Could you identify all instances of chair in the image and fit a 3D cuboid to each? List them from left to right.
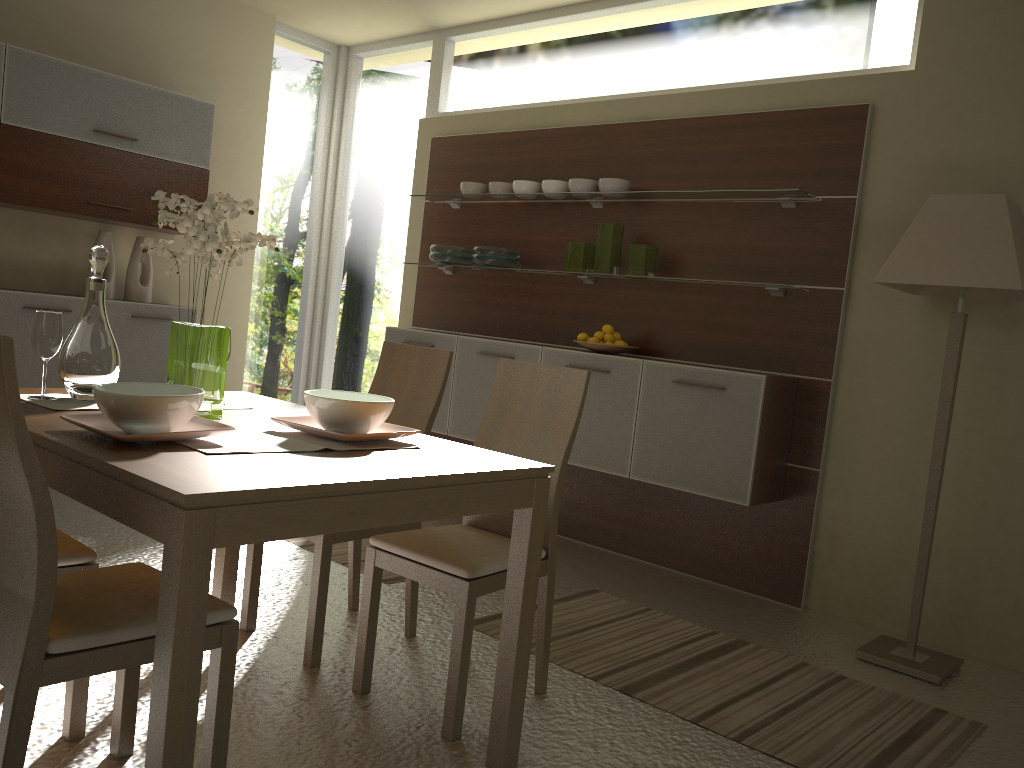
[{"bbox_3d":[-1.317,0.339,2.104,0.404,1.017,0.507,10,5,41],"label":"chair"},{"bbox_3d":[-0.884,0.407,1.809,0.404,1.017,0.507,9,5,37],"label":"chair"},{"bbox_3d":[-0.557,0.361,3.048,0.404,1.017,0.507,10,5,41],"label":"chair"},{"bbox_3d":[-0.106,0.437,2.673,0.404,1.017,0.507,9,5,38],"label":"chair"}]

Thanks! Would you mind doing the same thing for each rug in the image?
[{"bbox_3d":[-0.835,0.739,4.541,1.613,0.007,0.842,10,5,41],"label":"rug"},{"bbox_3d":[0.682,1.006,3.112,1.613,0.010,0.843,10,5,41],"label":"rug"}]

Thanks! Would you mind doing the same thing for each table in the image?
[{"bbox_3d":[-0.790,0.497,2.341,1.411,0.790,1.000,10,5,41],"label":"table"}]

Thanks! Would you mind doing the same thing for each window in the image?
[{"bbox_3d":[-1.677,-0.750,2.888,4.466,3.000,6.429,9,5,38],"label":"window"}]

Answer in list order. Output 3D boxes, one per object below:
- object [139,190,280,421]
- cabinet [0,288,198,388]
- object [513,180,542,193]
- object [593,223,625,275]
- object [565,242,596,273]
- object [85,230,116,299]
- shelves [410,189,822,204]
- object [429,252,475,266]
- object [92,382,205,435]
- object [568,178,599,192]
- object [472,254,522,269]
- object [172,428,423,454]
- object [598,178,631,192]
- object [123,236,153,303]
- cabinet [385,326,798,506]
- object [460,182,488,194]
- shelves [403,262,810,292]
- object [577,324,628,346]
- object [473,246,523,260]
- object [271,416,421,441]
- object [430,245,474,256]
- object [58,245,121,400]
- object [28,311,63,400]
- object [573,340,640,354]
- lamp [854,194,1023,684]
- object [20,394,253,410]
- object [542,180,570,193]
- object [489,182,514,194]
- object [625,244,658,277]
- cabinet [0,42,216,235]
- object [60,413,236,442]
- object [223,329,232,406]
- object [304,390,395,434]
[{"bbox_3d":[-0.815,-0.211,2.347,0.302,0.608,0.304,10,5,44],"label":"object"},{"bbox_3d":[-2.838,-0.003,4.650,0.372,1.018,2.318,10,5,41],"label":"cabinet"},{"bbox_3d":[0.082,-1.077,4.923,0.163,0.077,0.163,6,4,-1],"label":"object"},{"bbox_3d":[0.496,-0.688,4.534,0.099,0.259,0.099,10,5,40],"label":"object"},{"bbox_3d":[0.362,-0.659,4.663,0.112,0.160,0.111,10,5,40],"label":"object"},{"bbox_3d":[-2.357,-0.687,5.105,0.153,0.384,0.153,5,4,-16],"label":"object"},{"bbox_3d":[0.386,-0.984,4.681,2.463,0.008,0.255,10,5,41],"label":"shelves"},{"bbox_3d":[-0.349,-0.732,5.265,0.288,0.068,0.288,6,4,-1],"label":"object"},{"bbox_3d":[-0.813,0.059,1.984,0.232,0.107,0.233,3,5,-38],"label":"object"},{"bbox_3d":[0.375,-1.027,4.665,0.163,0.077,0.163,6,4,-1],"label":"object"},{"bbox_3d":[-0.085,-0.688,5.042,0.288,0.068,0.288,6,4,-1],"label":"object"},{"bbox_3d":[-0.533,0.134,2.163,0.287,0.010,0.589,10,5,44],"label":"object"},{"bbox_3d":[0.523,-1.003,4.551,0.163,0.077,0.163,6,4,-1],"label":"object"},{"bbox_3d":[-2.212,-0.682,5.273,0.153,0.384,0.153,5,4,-16],"label":"object"},{"bbox_3d":[0.227,0.091,4.709,2.463,0.570,0.372,10,5,41],"label":"cabinet"},{"bbox_3d":[-0.223,-1.129,5.186,0.163,0.077,0.163,6,4,-1],"label":"object"},{"bbox_3d":[0.340,-0.579,4.708,2.463,0.008,0.255,10,5,41],"label":"shelves"},{"bbox_3d":[0.466,-0.235,4.508,0.259,0.139,0.230,7,4,11],"label":"object"},{"bbox_3d":[-0.081,-0.730,5.039,0.288,0.068,0.288,6,4,-1],"label":"object"},{"bbox_3d":[-0.429,0.120,2.298,0.283,0.033,0.283,9,5,35],"label":"object"},{"bbox_3d":[-0.344,-0.774,5.262,0.288,0.068,0.288,6,4,-1],"label":"object"},{"bbox_3d":[-1.158,-0.171,2.454,0.156,0.426,0.156,6,4,-8],"label":"object"},{"bbox_3d":[-1.242,-0.076,2.363,0.075,0.232,0.075,6,4,-1],"label":"object"},{"bbox_3d":[0.476,-0.178,4.505,0.337,0.053,0.337,5,4,-18],"label":"object"},{"bbox_3d":[1.637,0.197,3.378,0.499,1.782,0.499,10,5,41],"label":"lamp"},{"bbox_3d":[-1.074,0.048,2.537,0.287,0.010,0.589,9,5,37],"label":"object"},{"bbox_3d":[0.239,-1.052,4.803,0.163,0.077,0.163,6,4,-8],"label":"object"},{"bbox_3d":[-0.054,-1.103,5.070,0.163,0.077,0.163,6,4,-1],"label":"object"},{"bbox_3d":[0.648,-0.612,4.429,0.111,0.160,0.112,10,5,40],"label":"object"},{"bbox_3d":[-2.689,-1.333,4.560,0.372,0.789,2.318,10,5,41],"label":"cabinet"},{"bbox_3d":[-0.816,0.099,1.988,0.283,0.041,0.283,10,5,40],"label":"object"},{"bbox_3d":[-0.887,-0.054,2.664,0.075,0.232,0.075,6,4,-1],"label":"object"},{"bbox_3d":[-0.425,0.080,2.295,0.233,0.101,0.233,9,4,29],"label":"object"}]
